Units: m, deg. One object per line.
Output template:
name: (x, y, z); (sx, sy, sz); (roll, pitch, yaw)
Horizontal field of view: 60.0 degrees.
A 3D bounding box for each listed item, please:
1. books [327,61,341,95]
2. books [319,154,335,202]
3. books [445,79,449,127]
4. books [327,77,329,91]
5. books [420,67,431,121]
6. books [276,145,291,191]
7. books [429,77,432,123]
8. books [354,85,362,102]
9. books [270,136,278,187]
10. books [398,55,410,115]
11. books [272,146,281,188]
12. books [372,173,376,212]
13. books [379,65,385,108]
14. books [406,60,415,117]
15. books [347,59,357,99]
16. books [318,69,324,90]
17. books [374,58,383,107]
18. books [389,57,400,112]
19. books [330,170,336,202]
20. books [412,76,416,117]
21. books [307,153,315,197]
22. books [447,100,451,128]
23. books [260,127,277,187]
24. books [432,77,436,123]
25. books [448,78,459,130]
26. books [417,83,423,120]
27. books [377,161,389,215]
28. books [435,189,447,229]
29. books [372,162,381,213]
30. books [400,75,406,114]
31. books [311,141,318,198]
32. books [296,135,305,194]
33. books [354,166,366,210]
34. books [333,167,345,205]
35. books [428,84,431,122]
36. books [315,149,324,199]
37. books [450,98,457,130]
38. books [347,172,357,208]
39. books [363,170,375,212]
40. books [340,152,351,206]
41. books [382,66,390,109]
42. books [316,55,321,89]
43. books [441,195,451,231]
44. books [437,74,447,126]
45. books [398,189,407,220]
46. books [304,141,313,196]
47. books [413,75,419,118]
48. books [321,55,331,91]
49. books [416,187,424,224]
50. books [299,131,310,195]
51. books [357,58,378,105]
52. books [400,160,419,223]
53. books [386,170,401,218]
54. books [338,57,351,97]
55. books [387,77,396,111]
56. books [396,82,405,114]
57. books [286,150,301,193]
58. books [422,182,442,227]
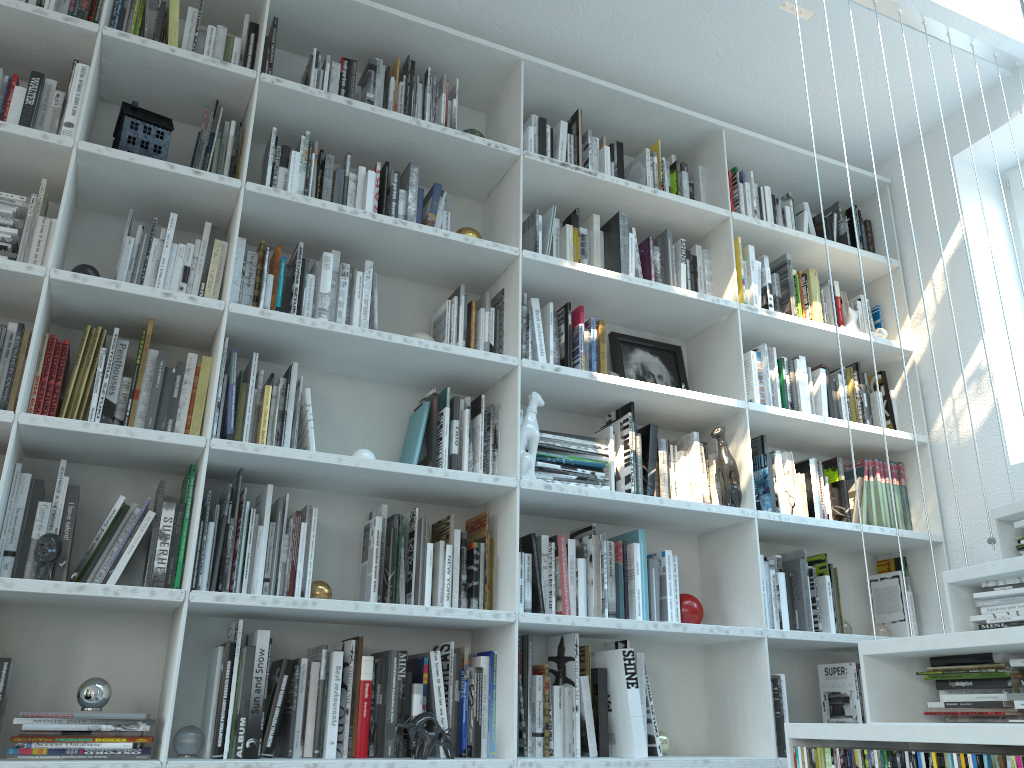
books: (-0.597, -0.897, 2.866); (0.028, 0.225, 0.164); (10, -22, -23)
books: (-0.589, -0.563, 2.736); (0.027, 0.240, 0.160); (10, -22, -23)
books: (-0.254, -0.866, 3.008); (0.008, 0.277, 0.181); (10, -22, -23)
books: (-0.621, -0.886, 2.867); (0.009, 0.205, 0.146); (10, -22, -23)
books: (-0.316, -0.889, 2.992); (0.008, 0.305, 0.183); (10, -22, -23)
books: (-0.712, -0.582, 2.693); (0.026, 0.242, 0.148); (10, -22, -23)
books: (-0.298, -0.877, 3.010); (0.019, 0.298, 0.137); (10, -22, -23)
books: (-0.531, -0.861, 2.908); (0.031, 0.190, 0.133); (10, -22, -23)
books: (-0.744, -0.600, 2.698); (0.011, 0.279, 0.134); (10, -22, -23)
books: (-0.383, -0.910, 2.969); (0.007, 0.328, 0.184); (10, -22, -23)
books: (-0.732, -0.582, 2.690); (0.012, 0.238, 0.139); (10, -22, -23)
books: (-0.463, -0.530, 2.792); (0.011, 0.221, 0.159); (10, -22, -23)
books: (-0.459, -0.900, 2.951); (0.017, 0.294, 0.139); (10, -22, -23)
books: (-0.366, -0.900, 2.954); (0.015, 0.298, 0.184); (10, -22, -23)
books: (-0.547, -0.902, 2.894); (0.021, 0.255, 0.169); (10, -22, -23)
books: (-0.634, -0.884, 2.842); (0.009, 0.182, 0.160); (10, -22, -23)
books: (-0.473, -0.905, 2.932); (0.024, 0.291, 0.168); (10, -22, -23)
books: (-0.413, -0.907, 2.955); (0.006, 0.311, 0.179); (10, -22, -23)
books: (-0.579, -0.542, 2.755); (0.014, 0.214, 0.132); (10, -22, -23)
books: (-0.360, -0.879, 2.982); (0.012, 0.279, 0.144); (10, -22, -23)
books: (-0.640, -0.565, 2.724); (0.012, 0.234, 0.166); (10, -22, -23)
books: (-0.248, -0.830, 3.014); (0.018, 0.213, 0.158); (10, -22, -23)
books: (-0.746, -0.611, 2.677); (0.012, 0.284, 0.160); (10, -22, -23)
books: (-0.293, -0.880, 3.034); (0.008, 0.320, 0.134); (10, -22, -23)
books: (-0.221, -0.871, 3.033); (0.006, 0.305, 0.164); (10, -22, -23)
books: (-0.335, -0.863, 2.984); (0.024, 0.251, 0.150); (10, -22, -23)
books: (-0.430, -0.548, 2.832); (0.012, 0.284, 0.160); (10, -22, -23)
books: (-0.268, -0.493, 2.875); (0.048, 0.215, 0.183); (10, -22, -23)
books: (-0.453, -0.548, 2.805); (0.012, 0.263, 0.157); (10, -22, -23)
books: (-0.391, -0.874, 2.953); (0.008, 0.250, 0.170); (10, -22, -23)
books: (-0.629, -0.589, 2.745); (0.021, 0.295, 0.139); (10, -22, -23)
books: (-0.671, -0.594, 2.716); (0.011, 0.282, 0.173); (10, -22, -23)
books: (-0.497, -0.543, 2.780); (0.023, 0.236, 0.149); (10, -22, -23)
books: (-0.561, -0.541, 2.768); (0.028, 0.222, 0.142); (10, -22, -23)
books: (-0.309, -0.862, 2.993); (0.014, 0.257, 0.150); (10, -22, -23)
books: (-0.617, -0.575, 2.754); (0.013, 0.275, 0.133); (10, -22, -23)
books: (-0.230, -0.828, 3.011); (0.014, 0.208, 0.188); (10, -22, -23)
books: (-0.524, -0.533, 2.778); (0.025, 0.215, 0.144); (10, -22, -23)
books: (-0.471, -0.531, 2.771); (0.021, 0.208, 0.181); (10, -22, -23)
books: (-0.541, -0.568, 2.783); (0.013, 0.283, 0.155); (10, -22, -23)
books: (-0.441, -0.894, 2.952); (0.007, 0.284, 0.160); (10, -22, -23)
books: (-0.647, -0.916, 2.858); (0.012, 0.254, 0.134); (10, -22, -23)
books: (-0.242, -0.487, 2.907); (0.026, 0.228, 0.141); (10, -22, -23)
books: (-0.266, -0.875, 3.013); (0.013, 0.295, 0.189); (10, -22, -23)
books: (-0.379, -0.496, 2.822); (0.027, 0.181, 0.176); (10, -22, -23)
books: (-0.646, -0.585, 2.718); (0.010, 0.267, 0.166); (10, -22, -23)
books: (-0.349, -0.876, 2.982); (0.008, 0.273, 0.163); (10, -22, -23)
books: (-0.618, -0.908, 2.843); (0.013, 0.228, 0.174); (10, -22, -23)
books: (-0.328, -0.501, 2.851); (0.030, 0.212, 0.157); (10, -22, -23)
books: (-0.657, -0.605, 2.720); (0.014, 0.305, 0.153); (10, -22, -23)
books: (-0.487, -0.901, 2.897); (0.028, 0.257, 0.185); (10, -22, -23)
books: (-0.348, -0.544, 2.840); (0.029, 0.284, 0.184); (10, -22, -23)
books: (-0.403, -0.528, 2.816); (0.030, 0.237, 0.186); (10, -22, -23)
books: (-0.570, -0.906, 2.882); (0.030, 0.254, 0.161); (10, -22, -23)
books: (-0.422, -0.873, 2.931); (0.018, 0.230, 0.160); (10, -22, -23)
books: (-0.396, -0.858, 2.927); (0.018, 0.200, 0.189); (10, -22, -23)
books: (-0.681, -0.567, 2.682); (0.026, 0.207, 0.181); (10, -22, -23)
books: (-0.284, -0.508, 2.862); (0.054, 0.234, 0.172); (10, -22, -23)
